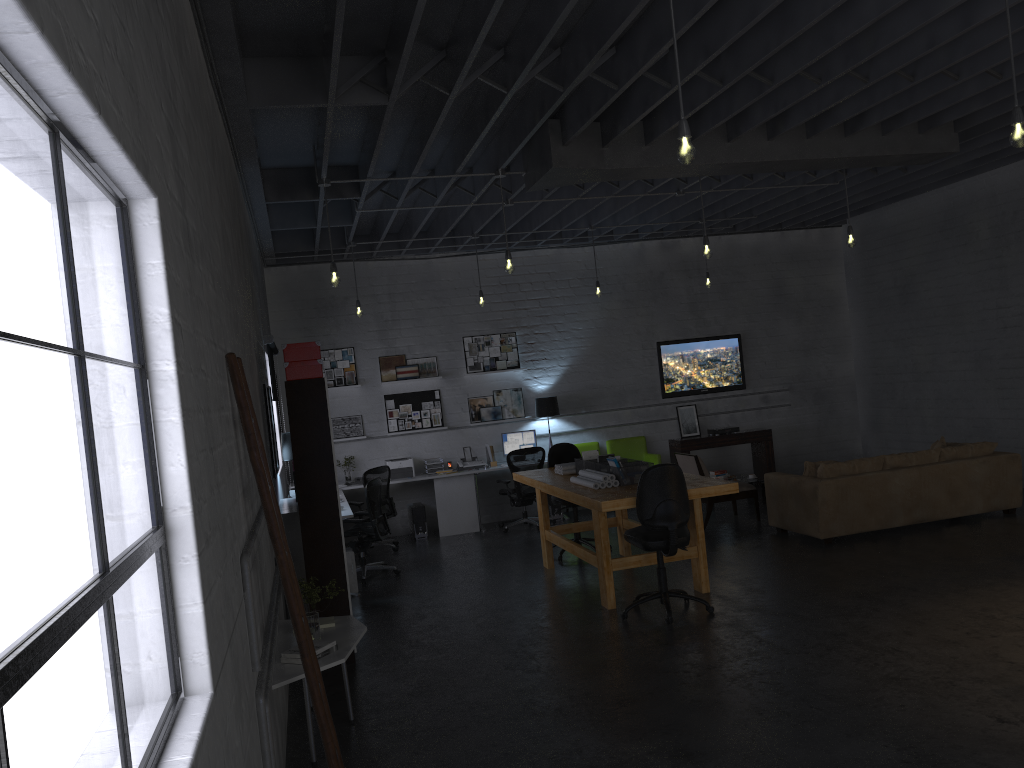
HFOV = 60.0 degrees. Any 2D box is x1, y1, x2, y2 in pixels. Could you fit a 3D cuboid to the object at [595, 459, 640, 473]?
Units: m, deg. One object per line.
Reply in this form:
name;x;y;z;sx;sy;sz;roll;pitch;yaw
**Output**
object;0.931;0.758;7.763;0.316;0.156;0.306;-6;0;-13

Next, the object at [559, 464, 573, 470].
object;0.710;0.784;8.606;0.519;0.047;0.046;-6;1;-13

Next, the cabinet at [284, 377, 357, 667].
cabinet;-1.447;0.993;6.688;0.291;2.048;0.873;-6;1;-13

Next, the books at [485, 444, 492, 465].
books;-0.305;0.945;11.833;0.036;0.296;0.210;-6;1;-13

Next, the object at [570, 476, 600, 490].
object;0.616;0.841;7.562;0.057;0.058;0.635;-6;0;-13

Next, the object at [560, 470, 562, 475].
object;0.720;0.823;8.584;0.519;0.047;0.047;-6;1;-13

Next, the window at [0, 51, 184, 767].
window;-0.671;0.143;1.270;0.030;1.220;1.822;-6;1;-13

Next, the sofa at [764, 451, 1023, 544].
sofa;3.937;1.130;9.229;2.329;0.629;1.104;-6;0;-13

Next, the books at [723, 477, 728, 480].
books;2.709;1.250;11.689;0.223;0.032;0.161;-6;0;-33

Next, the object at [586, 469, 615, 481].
object;0.749;0.778;7.594;0.057;0.057;0.635;-6;0;-13

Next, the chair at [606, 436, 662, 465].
chair;1.699;1.210;12.253;0.611;0.920;0.516;-6;1;-13

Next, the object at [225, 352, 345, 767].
object;-0.960;0.914;3.884;0.320;2.121;0.425;-6;1;-13

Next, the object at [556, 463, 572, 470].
object;0.689;0.786;8.696;0.519;0.047;0.046;-6;1;-13

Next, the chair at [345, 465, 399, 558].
chair;-1.761;1.523;10.727;0.753;1.032;0.731;-6;1;10

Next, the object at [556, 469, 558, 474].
object;0.688;0.826;8.719;0.519;0.047;0.047;-6;1;-13

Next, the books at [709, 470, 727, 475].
books;2.717;1.164;11.683;0.185;0.041;0.129;-6;0;-19

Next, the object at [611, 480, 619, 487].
object;0.781;0.824;7.601;0.058;0.057;0.635;-6;0;-13

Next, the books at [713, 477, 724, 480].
books;2.581;1.222;11.366;0.223;0.027;0.161;-6;0;-4

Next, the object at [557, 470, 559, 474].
object;0.698;0.825;8.674;0.519;0.047;0.047;-6;1;-13

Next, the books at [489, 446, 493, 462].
books;-0.298;0.943;11.839;0.043;0.296;0.210;-6;1;-13

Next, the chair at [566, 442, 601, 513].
chair;1.027;1.281;12.093;0.611;0.920;0.516;-6;1;-13

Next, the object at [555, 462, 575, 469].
object;0.678;0.787;8.742;0.519;0.047;0.046;-6;1;-13

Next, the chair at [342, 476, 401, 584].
chair;-1.593;1.511;9.269;0.752;1.032;0.732;-6;1;-10

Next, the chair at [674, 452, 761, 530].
chair;2.369;1.185;10.276;0.724;0.842;0.575;-6;1;-13

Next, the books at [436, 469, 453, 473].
books;-0.865;1.120;11.393;0.211;0.014;0.148;-6;0;1

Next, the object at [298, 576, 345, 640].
object;-1.115;1.275;5.034;0.297;0.363;0.270;-6;1;22

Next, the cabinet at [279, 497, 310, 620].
cabinet;-1.728;1.535;7.684;0.465;1.021;1.152;-6;1;-13

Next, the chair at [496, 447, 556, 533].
chair;0.106;1.325;11.329;0.731;1.032;0.753;-7;1;-45

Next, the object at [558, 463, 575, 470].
object;0.699;0.785;8.651;0.519;0.047;0.046;-6;1;-13

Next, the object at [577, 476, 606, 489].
object;0.671;0.836;7.575;0.058;0.057;0.635;-6;0;-13

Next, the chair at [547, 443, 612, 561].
chair;0.675;1.204;9.300;0.658;1.165;0.687;-6;1;-15

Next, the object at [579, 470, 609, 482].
object;0.694;0.784;7.581;0.057;0.057;0.635;-6;0;-13

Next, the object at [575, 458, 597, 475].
object;0.789;0.771;8.362;0.316;0.156;0.306;-6;0;-13

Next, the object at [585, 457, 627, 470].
object;0.860;0.765;8.063;0.316;0.156;0.306;-6;0;-13

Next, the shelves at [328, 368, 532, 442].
shelves;-1.245;0.282;11.723;3.022;0.694;0.199;-6;1;-13

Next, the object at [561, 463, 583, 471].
object;0.723;0.782;8.552;0.519;0.047;0.046;-6;1;-15

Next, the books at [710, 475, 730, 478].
books;2.733;1.220;11.690;0.161;0.026;0.223;-6;0;-44

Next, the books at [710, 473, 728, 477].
books;2.719;1.196;11.691;0.208;0.024;0.144;-6;0;-28

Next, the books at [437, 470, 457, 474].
books;-0.839;1.132;11.402;0.211;0.014;0.148;-6;0;-39

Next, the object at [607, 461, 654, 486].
object;1.002;0.752;7.464;0.316;0.156;0.306;-6;0;-13

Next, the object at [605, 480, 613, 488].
object;0.726;0.830;7.588;0.057;0.058;0.635;-6;0;-13

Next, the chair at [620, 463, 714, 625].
chair;1.084;1.170;6.760;0.658;1.165;0.687;-6;1;-15

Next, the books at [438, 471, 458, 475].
books;-0.824;1.144;11.418;0.148;0.014;0.211;-6;0;41

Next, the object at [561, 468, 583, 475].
object;0.731;0.822;8.538;0.519;0.047;0.047;-6;1;-13
